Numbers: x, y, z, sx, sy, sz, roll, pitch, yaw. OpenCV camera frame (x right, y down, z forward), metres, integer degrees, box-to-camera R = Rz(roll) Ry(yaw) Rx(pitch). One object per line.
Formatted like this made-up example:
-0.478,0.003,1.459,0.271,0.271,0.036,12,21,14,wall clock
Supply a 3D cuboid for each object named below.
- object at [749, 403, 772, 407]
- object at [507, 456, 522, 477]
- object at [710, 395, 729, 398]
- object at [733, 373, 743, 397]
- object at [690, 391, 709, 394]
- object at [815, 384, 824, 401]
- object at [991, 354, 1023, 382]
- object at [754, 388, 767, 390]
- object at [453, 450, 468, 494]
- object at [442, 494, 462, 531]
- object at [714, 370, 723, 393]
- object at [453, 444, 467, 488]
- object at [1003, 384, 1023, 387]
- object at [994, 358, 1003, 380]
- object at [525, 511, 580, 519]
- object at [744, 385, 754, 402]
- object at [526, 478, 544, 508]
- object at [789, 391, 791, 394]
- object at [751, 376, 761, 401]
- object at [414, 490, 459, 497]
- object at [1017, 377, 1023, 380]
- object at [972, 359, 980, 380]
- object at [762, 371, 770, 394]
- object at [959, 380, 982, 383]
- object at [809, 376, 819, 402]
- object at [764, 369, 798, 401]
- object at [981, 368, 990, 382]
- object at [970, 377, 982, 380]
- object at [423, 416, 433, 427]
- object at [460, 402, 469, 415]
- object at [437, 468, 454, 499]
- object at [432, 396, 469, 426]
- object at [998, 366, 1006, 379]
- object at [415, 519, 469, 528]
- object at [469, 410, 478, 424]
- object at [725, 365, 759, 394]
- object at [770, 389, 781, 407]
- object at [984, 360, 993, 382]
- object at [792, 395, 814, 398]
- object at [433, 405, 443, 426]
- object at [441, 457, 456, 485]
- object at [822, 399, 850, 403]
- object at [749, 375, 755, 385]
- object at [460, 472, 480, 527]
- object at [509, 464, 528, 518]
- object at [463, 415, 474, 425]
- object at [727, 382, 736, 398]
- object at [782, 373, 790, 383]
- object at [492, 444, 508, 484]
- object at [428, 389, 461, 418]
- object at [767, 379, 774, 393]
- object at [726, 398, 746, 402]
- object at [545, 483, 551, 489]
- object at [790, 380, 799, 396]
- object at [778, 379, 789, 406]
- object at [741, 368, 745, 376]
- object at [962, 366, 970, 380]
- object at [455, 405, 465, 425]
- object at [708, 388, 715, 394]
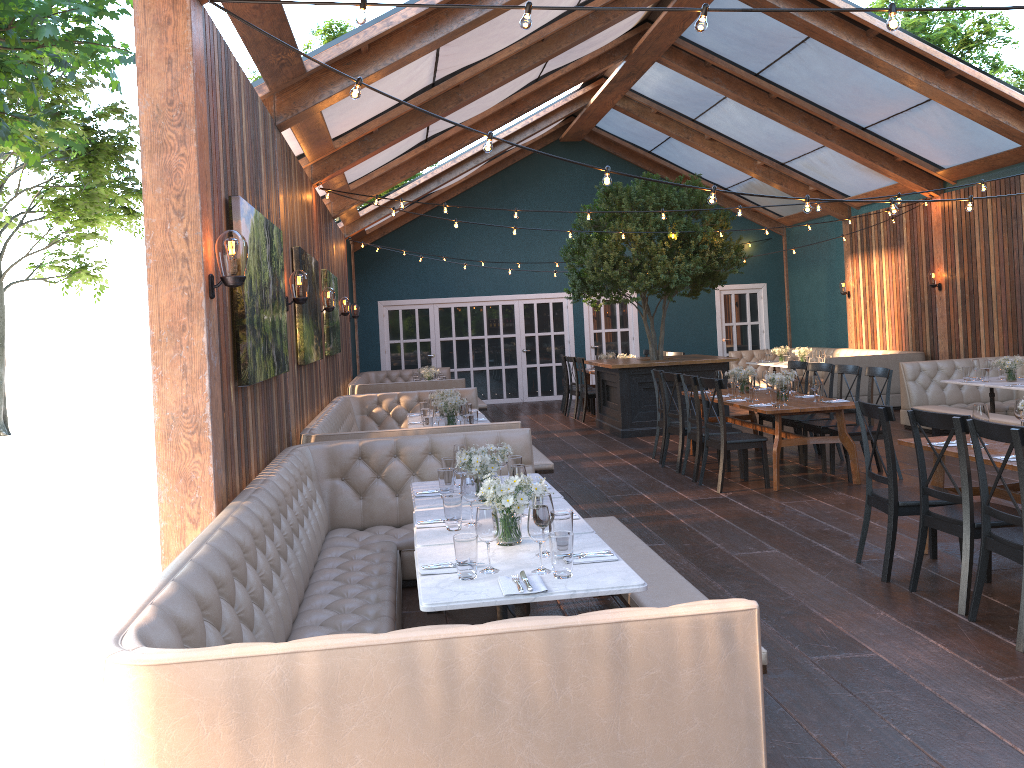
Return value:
2.345,0.191,8.228,0.255,0.019,0.158,-3,4,-7,object
0.016,0.502,5.148,0.092,0.158,0.092,-3,1,-21,object
2.223,0.125,9.315,0.255,0.019,0.158,-3,4,-7,object
2.361,0.011,9.236,0.092,0.244,0.092,-3,0,-10,object
2.130,0.090,9.912,0.255,0.019,0.158,-3,4,-7,object
2.919,0.081,8.406,0.091,0.158,0.092,-2,1,29,object
5.621,-0.179,9.994,0.336,0.309,0.329,-3,2,5,object
2.782,0.055,9.933,0.255,0.019,0.158,-3,4,-7,object
-0.280,0.491,4.898,0.092,0.244,0.092,-3,1,41,object
-0.269,0.590,4.054,0.092,0.158,0.092,-3,1,-21,object
2.296,-0.026,9.826,0.092,0.244,0.092,-3,1,41,object
-0.297,0.476,5.139,0.092,0.244,0.092,-3,1,41,object
5.428,0.010,9.485,0.255,0.019,0.158,-3,4,-7,object
5.697,-0.174,10.352,0.092,0.244,0.092,-3,1,41,object
0.186,0.627,4.202,0.255,0.019,0.158,-3,4,-7,object
2.314,0.096,8.629,0.091,0.158,0.092,-3,1,19,object
0.115,0.550,4.354,0.092,0.158,0.092,-3,1,-21,object
2.866,0.093,9.357,0.255,0.019,0.158,-3,4,-7,object
2.408,0.042,8.737,0.092,0.244,0.092,-3,0,-4,object
-0.422,0.606,4.974,0.255,0.019,0.158,-3,4,-7,object
5.849,-0.064,10.276,0.255,0.019,0.158,-3,4,-7,object
5.465,-0.167,10.418,0.092,0.244,0.092,-3,1,41,object
2.713,-0.019,9.428,0.092,0.244,0.092,-3,0,-10,object
5.340,-0.037,10.253,0.255,0.019,0.158,-3,4,-7,object
2.848,0.046,8.336,0.092,0.244,0.092,-3,0,18,object
2.608,0.009,8.579,0.328,0.309,0.337,-2,2,30,object
5.405,-0.100,10.101,0.092,0.158,0.092,-3,1,-21,object
5.547,-0.068,10.566,0.157,0.019,0.255,-3,4,-7,object
-0.734,0.366,7.752,0.092,0.158,0.092,-3,1,-21,object
-0.433,0.290,8.029,0.092,0.244,0.092,-3,1,41,object
-0.357,0.543,4.822,0.092,0.158,0.092,-3,1,-21,object
-0.578,0.249,8.254,0.336,0.309,0.329,-3,2,10,object
5.778,-0.141,10.428,0.092,0.158,0.092,-3,1,-21,object
-0.334,0.653,4.206,0.255,0.019,0.158,-3,4,-7,object
-0.352,0.323,8.105,0.092,0.158,0.092,-3,1,-21,object
2.507,-0.055,9.624,0.336,0.309,0.329,-3,2,-11,object
2.400,0.131,8.051,0.091,0.158,0.092,-2,1,29,object
5.482,-0.152,10.177,0.092,0.244,0.092,-3,1,41,object
2.925,0.122,8.823,0.255,0.019,0.158,-3,4,-7,object
-0.653,0.313,7.845,0.092,0.244,0.092,-3,0,-4,object
-0.370,0.517,5.218,0.092,0.158,0.092,-3,1,-21,object
2.996,0.158,8.240,0.255,0.019,0.158,-3,4,-7,object
2.733,-0.023,10.097,0.091,0.158,0.092,-3,1,19,object
-0.192,0.538,4.129,0.092,0.244,0.092,-3,1,35,object
0.034,0.516,4.278,0.092,0.244,0.092,-3,1,35,object
-0.377,0.351,7.716,0.091,0.158,0.092,-2,1,29,object
2.275,0.064,9.148,0.092,0.158,0.092,-3,1,-1,object
2.747,0.012,8.898,0.092,0.244,0.092,-3,1,35,object
-0.065,0.468,5.073,0.092,0.244,0.092,-3,1,41,object
-0.698,0.192,9.206,0.336,0.309,0.329,-3,2,5,object
2.777,0.010,9.511,0.091,0.158,0.092,-3,1,19,object
2.275,0.156,8.806,0.255,0.019,0.158,-3,4,-7,object
0.088,0.578,4.997,0.255,0.019,0.158,-3,4,-7,object
2.870,0.045,8.983,0.092,0.158,0.091,-4,1,-41,object
2.505,0.076,8.153,0.092,0.244,0.092,-3,0,-4,object
2.604,-0.054,10.019,0.092,0.244,0.092,-3,0,-27,object
5.391,-0.126,10.497,0.092,0.158,0.092,-3,1,-21,object
-0.455,0.306,7.795,0.092,0.244,0.092,-3,1,41,object
2.201,0.028,9.733,0.092,0.158,0.092,-3,1,9,object
